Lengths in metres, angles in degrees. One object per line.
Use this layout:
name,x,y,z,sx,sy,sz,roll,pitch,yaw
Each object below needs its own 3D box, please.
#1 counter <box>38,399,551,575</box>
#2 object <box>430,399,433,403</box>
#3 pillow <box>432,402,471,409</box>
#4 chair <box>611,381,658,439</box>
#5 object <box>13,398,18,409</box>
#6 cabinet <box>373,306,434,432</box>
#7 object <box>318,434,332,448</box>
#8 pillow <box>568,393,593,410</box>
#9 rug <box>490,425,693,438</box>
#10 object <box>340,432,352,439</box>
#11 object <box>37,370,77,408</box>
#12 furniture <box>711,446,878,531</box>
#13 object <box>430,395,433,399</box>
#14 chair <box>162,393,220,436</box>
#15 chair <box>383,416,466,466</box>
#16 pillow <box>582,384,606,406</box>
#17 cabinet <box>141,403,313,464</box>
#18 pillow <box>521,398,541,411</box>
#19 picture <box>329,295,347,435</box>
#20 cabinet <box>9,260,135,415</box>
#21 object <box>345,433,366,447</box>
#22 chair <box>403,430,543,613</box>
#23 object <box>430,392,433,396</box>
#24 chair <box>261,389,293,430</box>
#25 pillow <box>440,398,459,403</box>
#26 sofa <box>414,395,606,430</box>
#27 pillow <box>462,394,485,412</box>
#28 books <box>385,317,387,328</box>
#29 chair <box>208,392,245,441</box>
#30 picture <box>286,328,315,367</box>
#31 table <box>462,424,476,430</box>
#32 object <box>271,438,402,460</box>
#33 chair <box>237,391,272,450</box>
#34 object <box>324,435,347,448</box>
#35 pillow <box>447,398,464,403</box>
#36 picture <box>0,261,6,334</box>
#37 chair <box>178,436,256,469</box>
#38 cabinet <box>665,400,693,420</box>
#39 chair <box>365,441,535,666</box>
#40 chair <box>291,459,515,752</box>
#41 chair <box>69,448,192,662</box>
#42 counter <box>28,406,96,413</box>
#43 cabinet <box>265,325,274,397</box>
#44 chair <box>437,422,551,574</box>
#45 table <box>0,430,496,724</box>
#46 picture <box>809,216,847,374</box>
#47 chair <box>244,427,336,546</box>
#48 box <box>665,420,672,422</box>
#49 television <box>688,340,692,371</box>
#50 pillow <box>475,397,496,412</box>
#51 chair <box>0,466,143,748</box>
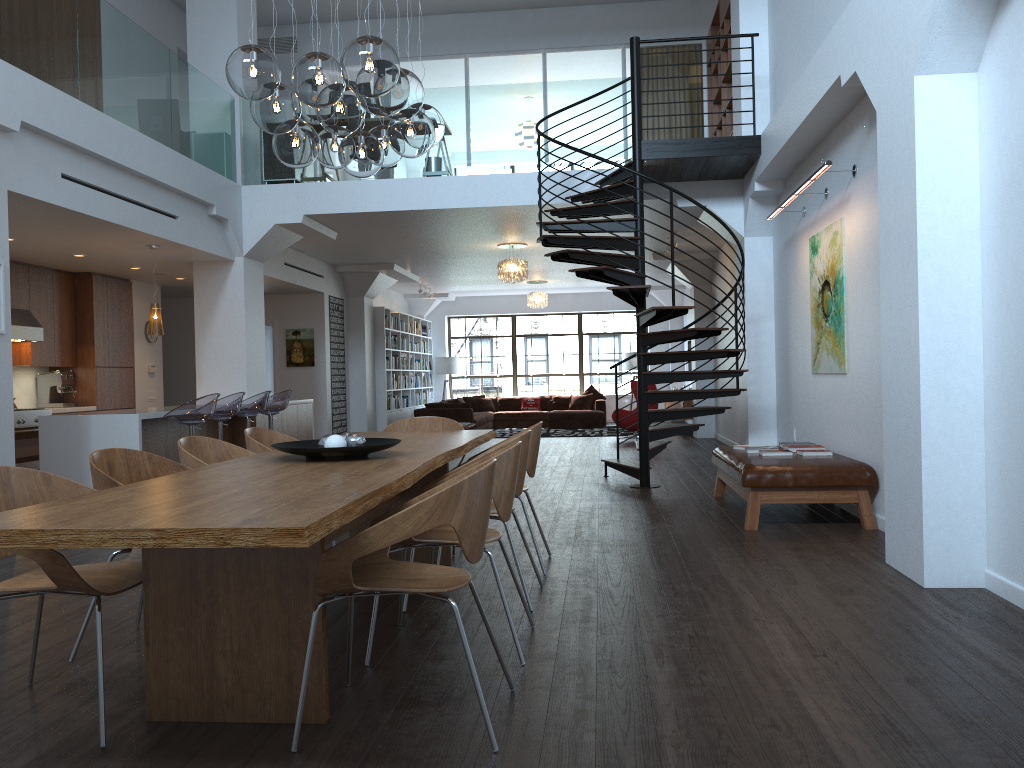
counter,-2.623,0.665,8.132,3.039,0.860,8.182,-2,1,-24
object,-1.984,0.400,20.199,0.331,0.088,0.410,-1,0,6
pillow,-1.088,0.514,16.217,0.750,0.364,0.289,-1,0,5
chair,2.105,0.420,15.115,0.801,1.006,0.798,-1,1,31
object,-5.600,0.164,9.824,0.222,0.235,0.222,-2,1,-19
cabinet,-2.273,-0.205,18.194,0.461,2.414,4.500,-1,0,6
object,-0.840,0.281,4.076,0.100,0.100,0.100,-2,1,-39
pillow,1.480,0.390,19.214,0.542,0.362,0.248,-1,1,27
rug,1.464,0.917,17.215,4.200,0.007,3.100,-1,0,7
object,-0.767,0.273,4.143,0.100,0.100,0.100,-2,1,-39
object,-5.437,0.061,10.709,0.439,0.455,0.284,-1,0,6
furniture,2.133,0.764,6.955,0.907,0.453,1.819,-1,0,6
object,-1.986,0.312,20.199,0.331,0.088,0.410,-1,0,6
chair,-2.818,0.593,7.826,0.481,1.014,0.530,-1,0,8
chair,-0.605,0.648,5.994,0.629,0.833,0.618,-1,0,1
pillow,1.699,0.301,19.357,0.651,0.587,0.335,-2,0,-15
cabinet,-3.371,0.691,9.839,0.898,0.796,4.493,-1,0,6
pillow,0.416,0.449,19.441,0.465,0.308,0.220,-1,0,2
picture,-2.874,-0.247,14.691,0.021,2.380,0.800,-1,0,6
cabinet,-5.552,-0.093,9.120,0.598,2.499,5.299,-1,0,6
object,-0.719,0.273,4.054,0.100,0.100,0.100,-2,1,-39
chair,-0.184,0.651,4.419,0.618,0.833,0.629,-1,0,7
object,-1.996,0.225,20.199,0.316,0.088,0.410,-1,0,6
chair,-2.641,0.572,9.718,0.481,1.014,0.530,-1,0,8
pillow,-1.101,0.470,16.485,0.269,0.411,0.559,-2,1,-38
sofa,0.158,0.614,17.854,3.481,0.664,4.197,-1,0,6
pillow,-0.784,0.443,19.515,0.580,0.418,0.334,-2,1,-21
books,-2.369,-1.123,16.207,0.161,0.218,0.101,-1,0,6
chair,-2.783,0.586,8.458,0.481,1.014,0.530,-1,0,4
picture,-3.365,-0.575,14.083,0.450,0.600,0.030,-1,0,6
table,-1.229,0.865,15.446,1.100,0.271,0.853,-1,0,6
object,-0.803,0.302,4.080,0.592,0.066,0.592,-2,1,-36
chair,-2.703,0.579,9.091,0.481,1.014,0.530,-1,0,4
object,-0.793,0.277,3.985,0.100,0.100,0.100,-2,1,-39
pillow,-1.066,0.479,17.917,0.325,0.391,0.625,-1,1,22
picture,-3.557,-0.596,5.914,0.018,0.500,0.500,-1,0,6
chair,-1.375,0.679,4.532,0.618,0.833,0.629,-1,0,6
cabinet,3.427,0.418,17.634,0.459,0.350,4.501,-1,0,6
chair,-0.240,0.659,3.657,0.618,0.833,0.629,-1,0,6
chair,-0.331,0.668,2.882,0.618,0.833,0.629,-1,0,6
chair,-1.450,0.687,3.772,0.618,0.833,0.629,-1,0,6
counter,-5.587,0.326,8.669,0.600,0.050,4.387,-1,0,6
cabinet,-4.939,-0.409,15.729,0.527,2.991,2.630,-1,0,6
chair,-0.102,0.641,5.183,0.617,0.830,0.629,-1,0,6
table,-0.793,0.710,4.078,1.012,0.750,3.803,-1,0,6
picture,2.598,-0.686,7.323,0.010,1.200,1.095,-1,0,6
chair,-1.280,0.670,5.307,0.618,0.833,0.629,-1,0,4
box,3.488,0.766,20.027,0.228,0.165,0.368,-1,0,6
television,3.557,-0.463,17.547,0.013,0.816,1.324,-1,0,5
pillow,-0.603,0.458,19.400,0.489,0.337,0.238,-2,1,-25
chair,-1.526,0.695,3.008,0.618,0.833,0.629,-1,0,6
